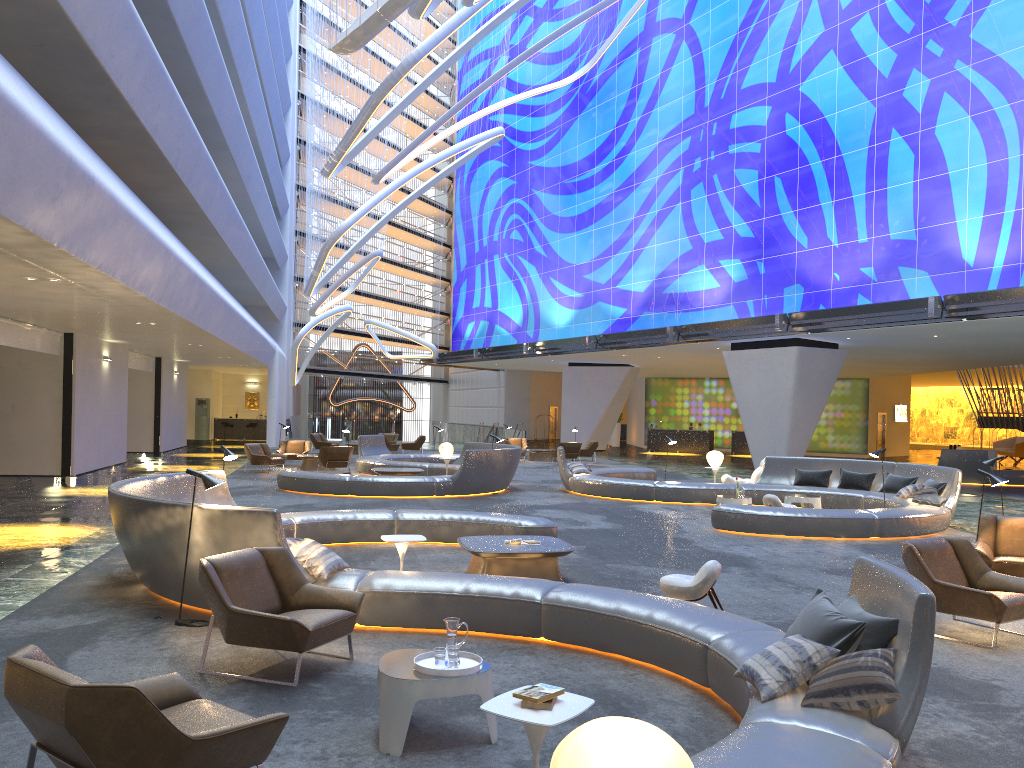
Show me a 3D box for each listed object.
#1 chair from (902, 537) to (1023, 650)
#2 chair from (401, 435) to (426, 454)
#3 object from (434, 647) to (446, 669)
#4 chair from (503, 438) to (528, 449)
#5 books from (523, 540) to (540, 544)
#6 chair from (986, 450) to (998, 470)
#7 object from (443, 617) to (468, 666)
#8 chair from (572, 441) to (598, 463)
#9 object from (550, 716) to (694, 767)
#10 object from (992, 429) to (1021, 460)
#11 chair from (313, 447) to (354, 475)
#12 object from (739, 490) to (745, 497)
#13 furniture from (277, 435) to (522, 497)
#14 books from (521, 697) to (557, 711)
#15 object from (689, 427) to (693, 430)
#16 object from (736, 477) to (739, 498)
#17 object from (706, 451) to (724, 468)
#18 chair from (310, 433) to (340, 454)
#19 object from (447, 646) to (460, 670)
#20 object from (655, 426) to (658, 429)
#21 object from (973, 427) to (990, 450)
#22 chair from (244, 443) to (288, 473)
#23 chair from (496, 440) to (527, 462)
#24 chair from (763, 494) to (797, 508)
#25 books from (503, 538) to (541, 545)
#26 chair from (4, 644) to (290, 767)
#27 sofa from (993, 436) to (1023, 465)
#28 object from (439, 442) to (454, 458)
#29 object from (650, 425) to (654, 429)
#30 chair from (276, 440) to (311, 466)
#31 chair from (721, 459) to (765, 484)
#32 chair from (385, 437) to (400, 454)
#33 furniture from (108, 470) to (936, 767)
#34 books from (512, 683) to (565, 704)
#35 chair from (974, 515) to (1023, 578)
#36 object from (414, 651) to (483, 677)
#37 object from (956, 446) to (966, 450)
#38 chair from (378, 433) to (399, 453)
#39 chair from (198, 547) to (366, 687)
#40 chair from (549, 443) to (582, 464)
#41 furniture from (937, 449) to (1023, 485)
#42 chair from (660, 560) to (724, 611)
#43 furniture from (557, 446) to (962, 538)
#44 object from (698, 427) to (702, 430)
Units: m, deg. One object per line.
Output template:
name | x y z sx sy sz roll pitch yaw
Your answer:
chair | 3.931 1.768 7.604 0.930 0.767 0.938 2 -1 -33
chair | -3.813 2.361 34.182 0.939 0.767 0.929 1 -1 -9
object | -0.394 1.503 4.832 0.071 0.118 0.071 1 0 -29
chair | 0.125 2.431 33.490 0.929 0.767 0.939 1 -1 -5
books | 0.210 1.713 9.601 0.133 0.012 0.189 2 -2 -21
chair | 15.177 2.573 28.526 0.728 0.882 1.157 1 -1 33
object | -0.325 1.442 4.968 0.131 0.252 0.103 1 0 -28
chair | 2.634 2.451 32.195 0.939 0.767 0.929 1 -1 -3
object | 0.297 1.119 2.416 0.367 0.387 0.318 2 -1 -29
object | 22.866 2.717 40.984 1.205 1.664 0.476 1 0 -1
chair | -4.740 2.034 23.611 0.930 0.767 0.938 2 -1 -28
object | 4.017 1.915 15.480 0.071 0.118 0.151 1 -1 -1
furniture | -2.147 1.931 22.591 5.185 0.969 9.931 1 -2 6
books | 0.116 1.323 3.724 0.128 0.030 0.182 1 -2 11
object | 8.335 2.061 41.270 0.150 0.145 0.150 1 -1 22
object | 3.916 1.791 15.367 0.066 0.356 0.076 1 0 -44
object | 4.677 1.732 20.424 0.367 0.387 0.318 2 -1 -29
chair | -7.072 2.264 33.404 0.938 0.767 0.930 1 -1 13
object | -0.324 1.506 4.871 0.071 0.118 0.071 2 0 -43
object | 6.862 2.066 41.987 0.107 0.108 0.111 1 -1 23
object | 21.818 2.698 41.164 0.476 1.664 1.205 1 0 44
chair | -6.679 1.999 23.926 0.938 0.767 0.930 1 -1 22
chair | -0.045 2.354 30.959 0.938 0.767 0.930 1 -1 22
chair | 4.949 2.154 15.565 0.585 0.501 1.785 1 -2 43
books | 0.111 1.705 9.622 0.395 0.039 0.301 1 -2 3
chair | -1.608 1.533 3.870 0.929 0.767 0.939 1 -1 39
sofa | 21.651 2.851 38.017 1.062 1.180 3.418 1 -1 15
object | -1.614 1.625 21.705 0.367 0.387 0.318 1 0 -4
object | 6.636 2.044 42.086 0.149 0.150 0.149 1 -1 23
chair | -6.509 2.076 26.457 0.929 0.767 0.939 1 -1 -5
chair | 5.275 2.093 19.748 1.157 0.882 0.729 1 -1 8
chair | -4.725 2.290 32.442 0.929 0.767 0.939 1 -1 41
furniture | -1.022 1.517 7.490 5.186 0.969 9.928 2 -2 -15
books | 0.113 1.296 3.722 0.133 0.022 0.189 0 -2 40
chair | 5.526 1.861 9.576 0.929 0.767 0.939 1 -1 30
object | -0.355 1.550 4.923 0.381 0.038 0.381 2 -2 -19
object | 14.314 2.179 28.261 0.318 0.387 0.367 1 -1 -4
chair | -5.049 2.368 35.374 0.929 0.767 0.939 1 -1 16
chair | -1.641 1.601 6.225 0.938 0.767 0.930 1 -1 22
chair | 1.894 2.389 30.644 0.930 0.767 0.938 2 -1 -28
furniture | 16.325 2.481 27.087 9.925 0.969 5.188 1 -2 6
chair | 1.660 1.864 8.164 0.586 0.501 0.491 1 -1 23
furniture | 4.437 1.949 18.097 5.187 0.969 9.927 2 -2 -19
object | 8.716 2.066 41.125 0.150 0.145 0.150 1 -1 22
